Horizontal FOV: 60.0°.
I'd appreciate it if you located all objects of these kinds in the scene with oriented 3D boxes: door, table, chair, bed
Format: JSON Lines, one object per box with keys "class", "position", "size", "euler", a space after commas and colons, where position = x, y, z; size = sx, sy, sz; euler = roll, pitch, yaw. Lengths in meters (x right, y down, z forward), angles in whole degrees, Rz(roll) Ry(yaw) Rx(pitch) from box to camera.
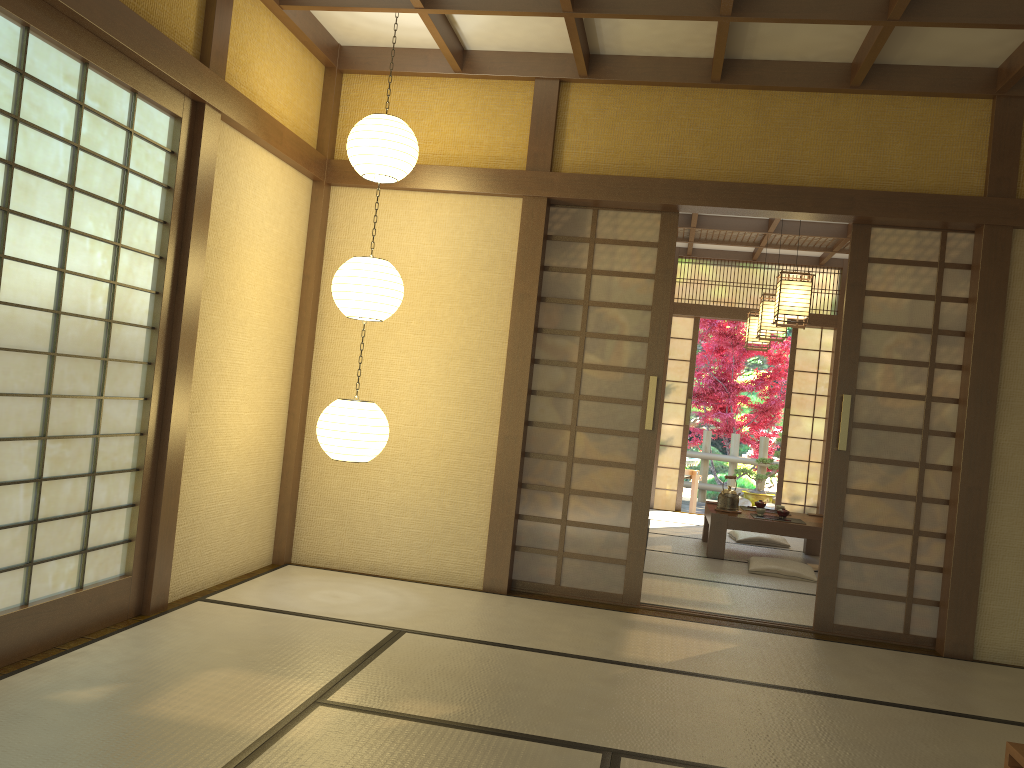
{"class": "door", "position": [2.350, 0.271, 4.711], "size": [1.230, 2.265, 0.076], "euler": [6, -1, 10]}
{"class": "table", "position": [2.118, 1.249, 7.346], "size": [1.000, 0.350, 1.000], "euler": [6, -1, 10]}
{"class": "door", "position": [0.228, 0.059, 5.085], "size": [1.230, 2.265, 0.076], "euler": [6, -1, 10]}
{"class": "chair", "position": [1.857, 1.262, 11.062], "size": [0.704, 0.598, 0.698], "euler": [7, -1, -34]}
{"class": "bed", "position": [2.639, 1.288, 1.604], "size": [2.400, 0.188, 2.400], "euler": [6, -1, 10]}
{"class": "door", "position": [-1.760, -0.167, 2.423], "size": [0.140, 2.230, 2.890], "euler": [6, -1, 10]}
{"class": "door", "position": [1.120, 0.271, 10.336], "size": [1.894, 2.380, 0.073], "euler": [6, -1, 10]}
{"class": "door", "position": [3.984, 0.557, 9.832], "size": [1.894, 2.380, 0.073], "euler": [6, -1, 10]}

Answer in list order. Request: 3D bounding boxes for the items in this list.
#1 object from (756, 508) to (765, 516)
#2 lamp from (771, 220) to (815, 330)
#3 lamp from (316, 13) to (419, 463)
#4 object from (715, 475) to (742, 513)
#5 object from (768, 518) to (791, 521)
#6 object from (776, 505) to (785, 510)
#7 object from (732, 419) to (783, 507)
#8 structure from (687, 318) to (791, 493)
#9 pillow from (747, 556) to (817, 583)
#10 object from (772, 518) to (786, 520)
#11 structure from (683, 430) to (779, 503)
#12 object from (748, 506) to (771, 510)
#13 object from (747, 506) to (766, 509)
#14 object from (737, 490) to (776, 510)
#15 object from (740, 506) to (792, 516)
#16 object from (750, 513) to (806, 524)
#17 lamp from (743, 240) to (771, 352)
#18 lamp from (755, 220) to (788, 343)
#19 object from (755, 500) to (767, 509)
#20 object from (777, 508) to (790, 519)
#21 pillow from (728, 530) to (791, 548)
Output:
{"class": "object", "position": [2.009, 1.036, 7.168], "size": [0.073, 0.052, 0.074], "euler": [7, -1, -37]}
{"class": "lamp", "position": [2.034, -0.957, 6.311], "size": [0.240, 1.129, 0.240], "euler": [6, -1, 10]}
{"class": "lamp", "position": [-0.697, -0.757, 4.476], "size": [0.363, 2.297, 0.363], "euler": [6, -1, 10]}
{"class": "object", "position": [1.792, 0.900, 7.298], "size": [0.219, 0.296, 0.226], "euler": [6, -1, 5]}
{"class": "object", "position": [2.092, 1.063, 6.971], "size": [0.200, 0.008, 0.008], "euler": [6, -1, 8]}
{"class": "object", "position": [2.307, 1.074, 7.631], "size": [0.073, 0.052, 0.074], "euler": [7, -1, -37]}
{"class": "object", "position": [3.535, 1.073, 11.894], "size": [1.032, 1.362, 0.586], "euler": [5, -1, 36]}
{"class": "structure", "position": [3.082, -0.134, 13.500], "size": [3.412, 4.004, 3.045], "euler": [5, -1, 42]}
{"class": "pillow", "position": [1.995, 1.363, 6.570], "size": [0.486, 0.107, 0.496], "euler": [6, -1, 14]}
{"class": "object", "position": [2.097, 1.064, 6.983], "size": [0.200, 0.008, 0.008], "euler": [6, -1, 4]}
{"class": "structure", "position": [3.576, 1.299, 12.523], "size": [7.456, 1.136, 0.245], "euler": [6, -1, 10]}
{"class": "object", "position": [2.161, 1.083, 7.750], "size": [0.200, 0.008, 0.008], "euler": [6, -1, 6]}
{"class": "object", "position": [2.165, 1.084, 7.768], "size": [0.200, 0.008, 0.008], "euler": [6, -1, 10]}
{"class": "object", "position": [3.421, 1.616, 11.882], "size": [1.260, 0.276, 1.147], "euler": [6, -1, 6]}
{"class": "object", "position": [2.184, 1.091, 7.649], "size": [0.400, 0.007, 0.300], "euler": [6, -1, 10]}
{"class": "object", "position": [2.121, 1.075, 7.084], "size": [0.400, 0.007, 0.300], "euler": [6, -1, 10]}
{"class": "lamp", "position": [2.431, -0.878, 8.606], "size": [0.240, 1.129, 0.240], "euler": [6, -1, 10]}
{"class": "lamp", "position": [2.232, -0.917, 7.458], "size": [0.240, 1.129, 0.240], "euler": [6, -1, 10]}
{"class": "object", "position": [2.137, 1.039, 7.630], "size": [0.100, 0.080, 0.100], "euler": [6, -1, 10]}
{"class": "object", "position": [2.167, 1.033, 7.090], "size": [0.100, 0.080, 0.100], "euler": [6, -1, 10]}
{"class": "pillow", "position": [2.273, 1.418, 8.185], "size": [0.496, 0.107, 0.486], "euler": [6, -1, 3]}
